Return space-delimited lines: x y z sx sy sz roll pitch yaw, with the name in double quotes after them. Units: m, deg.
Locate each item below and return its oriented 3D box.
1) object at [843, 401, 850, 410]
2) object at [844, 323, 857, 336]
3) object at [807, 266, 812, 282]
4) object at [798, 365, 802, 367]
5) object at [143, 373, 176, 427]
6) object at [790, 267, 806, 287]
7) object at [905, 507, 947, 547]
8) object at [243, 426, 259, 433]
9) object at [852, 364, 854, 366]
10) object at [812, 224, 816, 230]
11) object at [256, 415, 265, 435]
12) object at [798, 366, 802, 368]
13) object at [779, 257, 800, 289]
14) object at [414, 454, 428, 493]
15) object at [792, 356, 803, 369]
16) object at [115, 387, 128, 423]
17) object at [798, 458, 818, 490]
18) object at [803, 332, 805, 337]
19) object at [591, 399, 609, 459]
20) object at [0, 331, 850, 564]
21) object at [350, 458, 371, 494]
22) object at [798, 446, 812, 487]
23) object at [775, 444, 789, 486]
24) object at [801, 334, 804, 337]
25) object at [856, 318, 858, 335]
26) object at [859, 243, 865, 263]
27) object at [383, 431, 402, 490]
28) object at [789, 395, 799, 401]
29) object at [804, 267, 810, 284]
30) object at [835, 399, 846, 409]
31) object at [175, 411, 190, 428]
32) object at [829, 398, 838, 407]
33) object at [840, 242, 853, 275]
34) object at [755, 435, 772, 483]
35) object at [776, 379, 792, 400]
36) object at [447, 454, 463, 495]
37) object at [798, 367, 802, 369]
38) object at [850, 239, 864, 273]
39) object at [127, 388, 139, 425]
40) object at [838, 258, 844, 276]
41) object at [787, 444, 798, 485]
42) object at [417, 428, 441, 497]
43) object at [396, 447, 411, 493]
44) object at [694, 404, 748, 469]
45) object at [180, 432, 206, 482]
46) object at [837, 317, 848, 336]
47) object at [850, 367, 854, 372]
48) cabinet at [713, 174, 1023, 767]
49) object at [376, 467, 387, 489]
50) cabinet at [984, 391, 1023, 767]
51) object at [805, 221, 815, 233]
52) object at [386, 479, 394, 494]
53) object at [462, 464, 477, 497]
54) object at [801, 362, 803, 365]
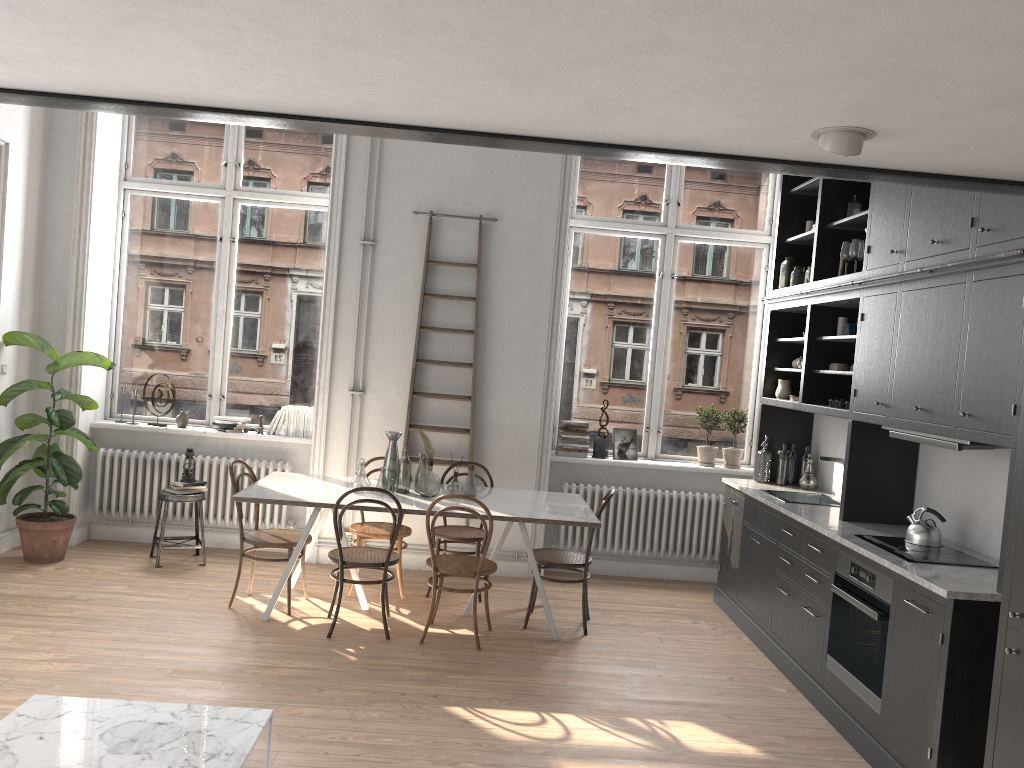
2.047 0.126 5.323 0.104 0.059 0.088 5 2 6 "object"
2.149 -0.339 5.643 0.140 0.094 0.082 3 3 -37 "object"
2.055 -0.847 5.940 0.134 0.358 0.134 7 3 42 "object"
2.094 -0.122 6.346 0.085 0.017 0.085 4 2 -7 "object"
-2.847 0.126 7.163 0.347 0.425 0.087 6 3 30 "object"
2.059 -0.759 6.362 0.114 0.155 0.114 5 2 1 "object"
2.098 0.717 4.506 0.171 0.186 0.171 5 2 8 "object"
-2.118 0.371 7.219 0.088 0.048 0.153 6 2 37 "object"
2.219 -0.103 5.638 0.112 0.036 0.112 6 2 40 "object"
2.209 -1.096 6.390 0.096 0.095 0.096 6 2 32 "object"
-2.026 0.329 7.165 0.048 0.153 0.088 3 3 -32 "object"
2.093 -0.115 6.344 0.085 0.015 0.085 5 2 11 "object"
2.037 -0.806 6.502 0.118 0.238 0.118 4 2 -17 "object"
-0.601 0.596 5.930 0.098 0.255 0.100 4 3 -26 "object"
2.117 -0.154 6.502 0.140 0.100 0.125 4 2 -21 "object"
-3.160 0.168 7.189 0.095 0.289 0.095 6 3 29 "object"
2.134 0.647 6.379 0.132 0.219 0.120 5 2 -2 "object"
2.091 -0.341 6.273 0.071 0.047 0.071 6 2 35 "object"
0.750 0.369 7.338 0.122 0.488 0.102 6 2 22 "object"
-0.770 0.558 6.234 5.827 1.843 0.792 5 2 3 "object"
-0.974 0.591 5.714 0.132 0.219 0.132 4 2 -13 "object"
2.153 0.606 6.504 0.086 0.301 0.086 7 3 43 "object"
1.993 0.593 6.525 0.086 0.301 0.086 4 2 -17 "object"
2.173 -0.343 6.551 0.071 0.047 0.071 6 2 35 "object"
2.236 -0.356 5.709 0.082 0.135 0.059 6 2 25 "object"
2.168 -0.754 5.454 0.083 0.221 0.083 4 2 -10 "object"
-0.809 0.514 5.958 0.116 0.383 0.116 5 2 9 "object"
2.077 0.106 6.369 0.180 0.037 0.180 4 2 -18 "object"
2.117 -0.748 6.262 0.096 0.150 0.096 4 2 -14 "object"
2.022 0.120 5.422 0.088 0.059 0.104 4 2 -24 "object"
-2.666 0.282 7.173 0.100 0.142 0.102 3 2 -28 "object"
2.025 0.117 5.535 0.088 0.059 0.104 4 2 -14 "object"
2.064 -0.763 5.465 0.083 0.221 0.083 6 3 29 "object"
1.874 0.554 6.583 0.109 0.349 0.108 4 2 -21 "object"
2.006 0.041 6.521 0.127 0.144 0.115 4 2 -24 "object"
-0.371 0.603 5.857 0.107 0.283 0.106 4 2 -8 "object"
2.093 -0.109 6.344 0.085 0.015 0.085 5 2 11 "object"
2.072 -0.758 5.335 0.083 0.221 0.083 7 3 44 "object"
-3.041 0.180 7.137 0.095 0.289 0.095 5 2 20 "object"
2.119 -0.736 5.710 0.123 0.161 0.123 5 2 6 "object"
2.085 0.597 6.607 0.086 0.301 0.086 5 2 12 "object"
-0.529 0.511 5.768 0.156 0.446 0.157 5 2 15 "object"
-0.709 0.566 5.852 0.086 0.301 0.086 4 2 -17 "object"
1.732 0.429 7.383 0.500 0.524 0.234 4 2 -13 "object"
-2.406 0.545 6.692 0.163 0.383 0.154 3 3 -29 "object"
2.151 -0.363 5.759 0.082 0.135 0.059 3 3 -35 "object"
2.218 -0.087 5.638 0.132 0.038 0.132 3 3 -45 "object"
2.038 -0.050 5.088 0.635 3.584 3.249 5 2 -2 "cabinet"
-0.854 0.627 5.848 0.083 0.158 0.083 4 2 -7 "object"
2.093 0.644 2.537 0.633 2.372 1.400 5 2 -2 "cabinet"
2.182 -1.121 6.495 0.059 0.135 0.082 6 2 25 "object"
-0.792 0.667 5.757 0.058 0.094 0.058 6 2 26 "object"
-0.277 0.643 5.939 0.101 0.212 0.101 6 3 37 "object"
2.094 -0.136 6.344 0.058 0.033 0.055 4 2 -28 "object"
